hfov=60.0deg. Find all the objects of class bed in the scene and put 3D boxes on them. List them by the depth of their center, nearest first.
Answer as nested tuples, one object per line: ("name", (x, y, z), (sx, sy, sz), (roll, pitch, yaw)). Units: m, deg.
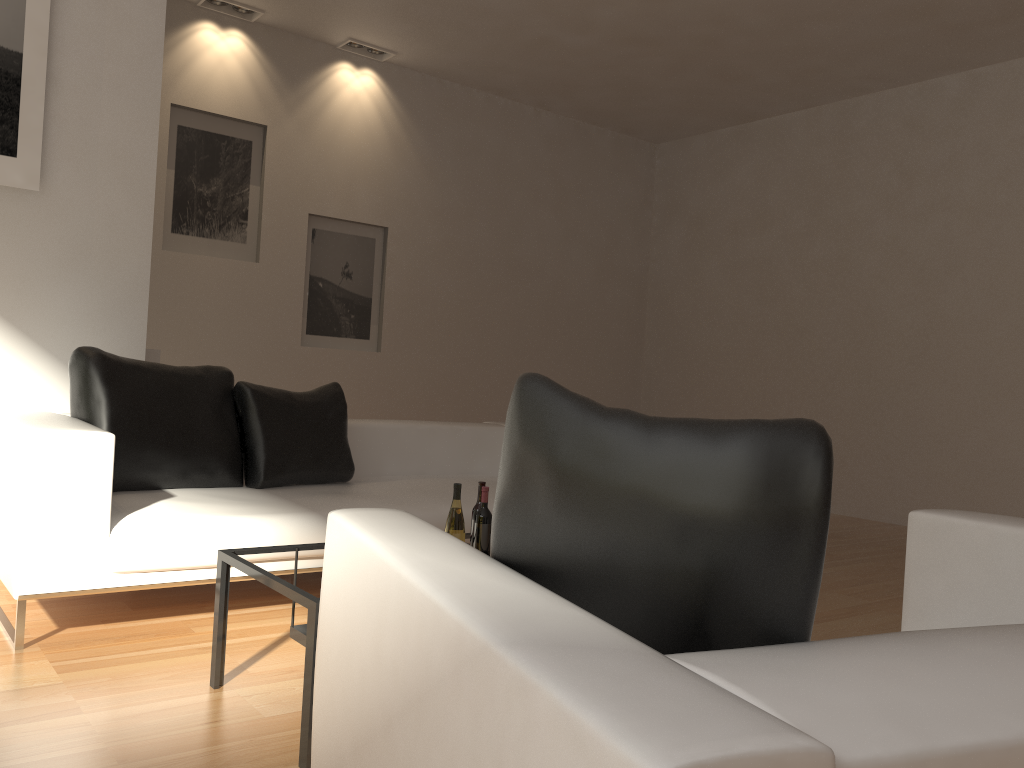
("bed", (-0.804, 0.571, 4.350), (3.075, 0.761, 1.262), (3, 0, -37))

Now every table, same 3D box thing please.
("table", (-0.096, 0.797, 2.963), (1.566, 0.460, 0.709), (3, 0, -38))

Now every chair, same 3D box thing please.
("chair", (0.601, 0.662, 1.508), (1.671, 0.761, 1.262), (3, 0, -22))

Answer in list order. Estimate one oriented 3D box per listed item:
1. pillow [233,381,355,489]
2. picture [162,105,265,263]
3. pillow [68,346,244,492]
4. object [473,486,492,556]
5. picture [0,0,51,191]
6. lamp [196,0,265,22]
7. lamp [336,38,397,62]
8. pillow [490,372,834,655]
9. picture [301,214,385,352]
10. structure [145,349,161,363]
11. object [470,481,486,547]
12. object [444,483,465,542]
("pillow", (-1.057, 0.242, 4.349), (0.270, 0.524, 0.628), (4, 0, 36))
("picture", (-2.355, -1.560, 7.003), (0.802, 1.155, 0.005), (3, 0, -38))
("pillow", (-1.557, 0.188, 3.937), (0.346, 0.666, 0.755), (4, 0, 38))
("object", (-0.092, 0.450, 2.830), (0.059, 0.244, 0.059), (3, 0, -37))
("picture", (-2.541, -1.633, 3.819), (0.979, 1.431, 0.004), (3, 0, -38))
("lamp", (-2.163, -2.969, 6.833), (0.446, 0.166, 0.243), (3, 0, -38))
("lamp", (-1.234, -2.914, 7.548), (0.446, 0.166, 0.243), (3, 0, -38))
("pillow", (0.145, 0.290, 1.250), (0.660, 0.598, 0.291), (4, 0, 42))
("picture", (-1.471, -0.856, 7.715), (0.802, 1.155, 0.005), (3, 0, -38))
("structure", (-3.334, 0.089, 5.093), (4.625, 1.403, 1.839), (3, 0, -38))
("object", (-0.106, 0.448, 2.935), (0.057, 0.248, 0.057), (3, 0, -20))
("object", (-0.176, 0.438, 2.756), (0.068, 0.257, 0.067), (3, 0, -19))
